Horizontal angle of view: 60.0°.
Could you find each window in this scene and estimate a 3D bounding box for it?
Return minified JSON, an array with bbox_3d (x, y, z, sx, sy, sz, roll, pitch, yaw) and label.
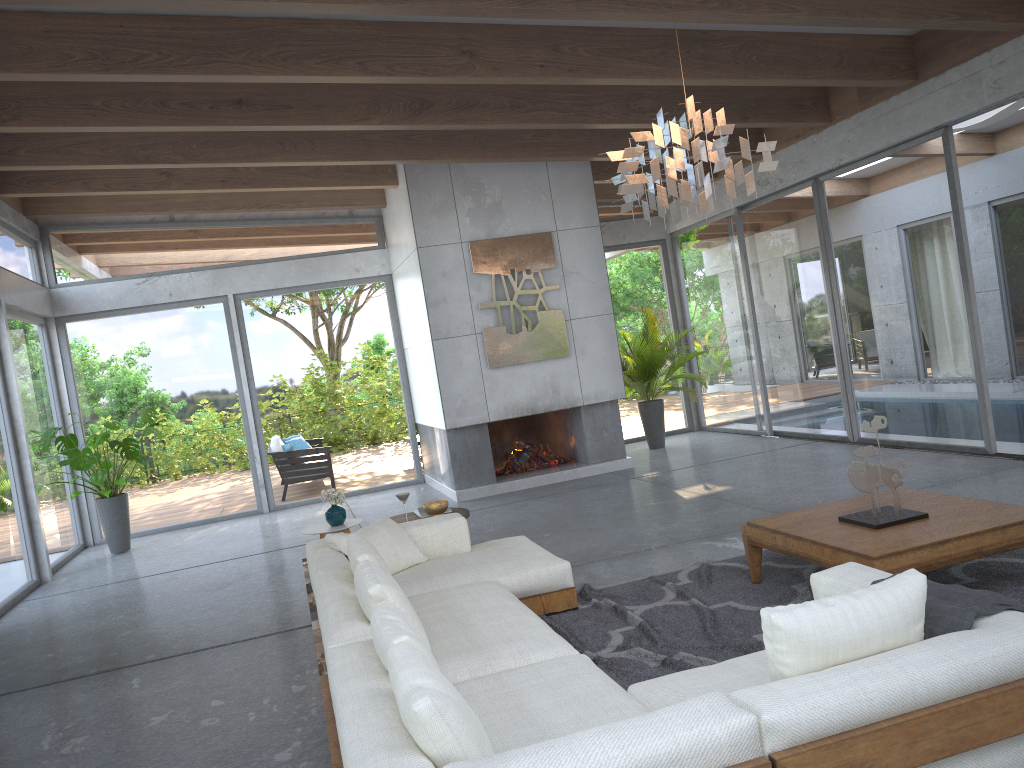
[{"bbox_3d":[1.621,-0.821,4.069,14.294,3.764,23.280,-9,2,-15],"label":"window"}]

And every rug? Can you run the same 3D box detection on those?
[{"bbox_3d":[1.380,1.069,4.345,3.186,0.056,2.187,-9,2,-14],"label":"rug"}]

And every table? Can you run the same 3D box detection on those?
[{"bbox_3d":[-0.612,1.134,5.991,0.725,0.441,0.725,-7,2,37],"label":"table"},{"bbox_3d":[1.908,0.837,4.429,1.048,0.352,1.112,-9,2,-15],"label":"table"}]

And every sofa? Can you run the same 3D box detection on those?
[{"bbox_3d":[0.147,0.999,3.867,1.965,0.777,3.733,-9,2,-15],"label":"sofa"}]

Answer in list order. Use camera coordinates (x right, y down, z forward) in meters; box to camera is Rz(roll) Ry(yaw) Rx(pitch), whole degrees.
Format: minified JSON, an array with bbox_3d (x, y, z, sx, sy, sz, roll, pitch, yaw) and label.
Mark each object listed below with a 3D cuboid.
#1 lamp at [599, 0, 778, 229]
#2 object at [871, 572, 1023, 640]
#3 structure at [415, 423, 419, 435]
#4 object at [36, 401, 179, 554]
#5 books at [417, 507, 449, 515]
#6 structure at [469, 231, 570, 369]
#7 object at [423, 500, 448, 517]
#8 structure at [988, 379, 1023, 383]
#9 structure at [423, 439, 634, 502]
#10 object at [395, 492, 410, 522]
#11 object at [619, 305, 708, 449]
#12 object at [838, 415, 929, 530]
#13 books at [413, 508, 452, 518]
[{"bbox_3d":[0.626,-1.403,4.003,0.862,1.400,0.636,-8,2,32],"label":"lamp"},{"bbox_3d":[1.245,0.980,2.660,0.857,0.704,0.472,-10,2,-18],"label":"object"},{"bbox_3d":[-4.017,1.382,11.452,15.587,3.022,31.708,-8,2,26],"label":"structure"},{"bbox_3d":[-4.365,1.031,9.521,1.416,1.540,1.731,-9,2,5],"label":"object"},{"bbox_3d":[-0.551,0.873,6.187,0.205,0.012,0.290,-9,2,-10],"label":"books"},{"bbox_3d":[0.085,-0.898,9.438,0.919,1.351,0.041,-9,2,-15],"label":"structure"},{"bbox_3d":[-0.507,0.847,5.952,0.173,0.097,0.173,-10,2,-35],"label":"object"},{"bbox_3d":[8.020,-0.064,7.925,0.477,0.068,13.673,-9,2,-15],"label":"structure"},{"bbox_3d":[0.063,0.803,10.581,2.012,0.595,2.203,-9,2,-15],"label":"structure"},{"bbox_3d":[-0.696,0.823,5.787,0.099,0.212,0.099,-8,2,16],"label":"object"},{"bbox_3d":[1.691,-0.101,11.118,1.484,1.819,1.798,-9,2,-8],"label":"object"},{"bbox_3d":[1.810,0.412,4.430,0.346,0.518,0.379,-9,2,-15],"label":"object"},{"bbox_3d":[-0.556,0.887,6.188,0.220,0.015,0.303,-9,2,-15],"label":"books"}]
